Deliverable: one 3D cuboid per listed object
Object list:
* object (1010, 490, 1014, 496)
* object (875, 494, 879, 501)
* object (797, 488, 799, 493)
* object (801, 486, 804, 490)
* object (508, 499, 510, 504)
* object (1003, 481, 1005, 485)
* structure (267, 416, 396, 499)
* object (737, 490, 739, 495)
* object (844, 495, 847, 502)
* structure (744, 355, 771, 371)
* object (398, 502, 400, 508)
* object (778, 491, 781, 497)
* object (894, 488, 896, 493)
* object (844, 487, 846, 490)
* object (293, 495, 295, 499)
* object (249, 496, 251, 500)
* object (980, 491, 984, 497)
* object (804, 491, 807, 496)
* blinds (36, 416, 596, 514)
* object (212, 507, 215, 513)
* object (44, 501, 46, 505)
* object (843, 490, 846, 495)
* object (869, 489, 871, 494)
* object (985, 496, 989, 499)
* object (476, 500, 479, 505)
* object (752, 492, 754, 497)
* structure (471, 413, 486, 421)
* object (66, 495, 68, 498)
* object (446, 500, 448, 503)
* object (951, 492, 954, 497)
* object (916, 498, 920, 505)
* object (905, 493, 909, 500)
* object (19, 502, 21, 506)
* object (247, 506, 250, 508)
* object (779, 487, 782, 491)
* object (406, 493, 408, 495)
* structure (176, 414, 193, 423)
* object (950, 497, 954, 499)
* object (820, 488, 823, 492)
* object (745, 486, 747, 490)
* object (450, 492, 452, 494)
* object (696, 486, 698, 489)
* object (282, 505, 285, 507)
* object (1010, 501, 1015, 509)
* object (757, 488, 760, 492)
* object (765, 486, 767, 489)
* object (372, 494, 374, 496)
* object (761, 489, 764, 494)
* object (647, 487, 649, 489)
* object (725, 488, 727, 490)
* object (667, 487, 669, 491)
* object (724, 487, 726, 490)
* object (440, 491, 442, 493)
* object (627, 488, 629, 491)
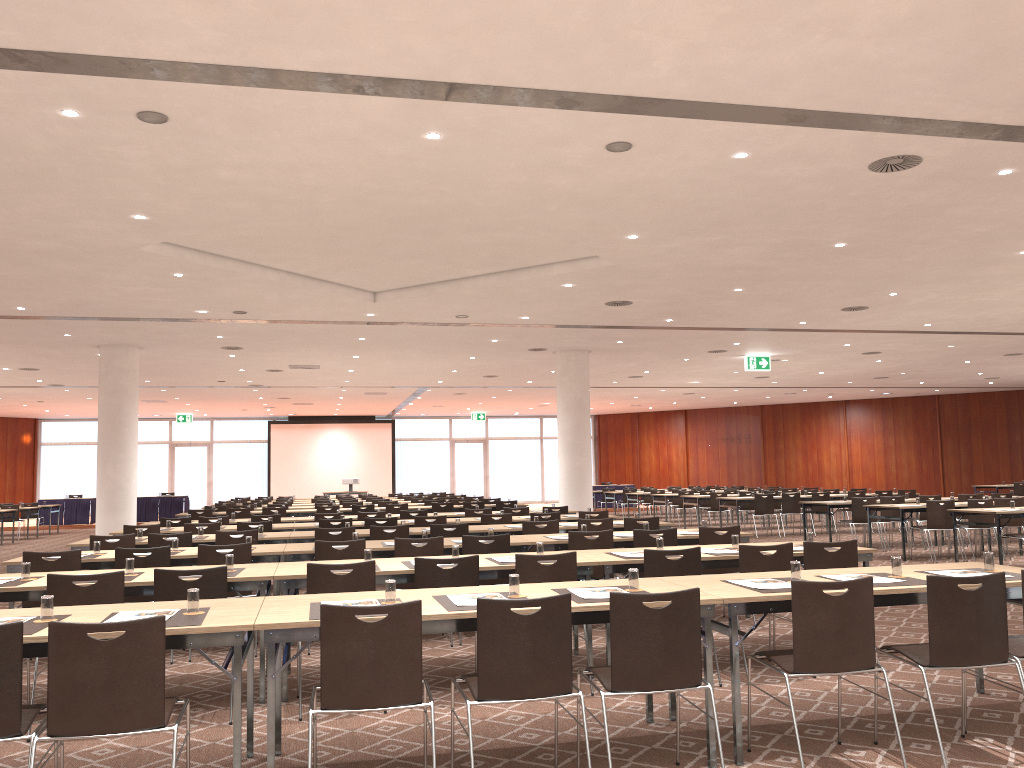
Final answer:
[{"bbox_3d":[9.589,2.099,17.012,0.054,0.114,0.054,-3,-6,21],"label":"object"},{"bbox_3d":[6.736,2.094,16.374,0.054,0.114,0.054,1,-6,-24],"label":"object"},{"bbox_3d":[7.123,2.660,22.084,0.054,0.114,0.054,-3,-6,21],"label":"object"},{"bbox_3d":[7.961,2.865,24.301,0.054,0.114,0.054,-6,-7,43],"label":"object"},{"bbox_3d":[-0.058,2.442,18.420,0.054,0.114,0.054,-6,-7,43],"label":"object"},{"bbox_3d":[14.262,2.875,25.713,0.054,0.114,0.054,-6,-7,43],"label":"object"},{"bbox_3d":[-7.437,3.073,36.711,5.158,3.522,0.396,0,-5,-13],"label":"structure"},{"bbox_3d":[5.538,2.657,21.726,0.054,0.114,0.054,-6,-7,43],"label":"object"},{"bbox_3d":[6.104,2.095,16.244,0.054,0.114,0.054,1,-6,-24],"label":"object"},{"bbox_3d":[5.533,-0.467,19.984,0.587,0.346,0.105,0,-5,-13],"label":"structure"},{"bbox_3d":[-2.283,2.439,17.927,0.054,0.114,0.054,-6,-7,43],"label":"object"},{"bbox_3d":[5.970,2.452,19.774,0.054,0.114,0.054,-6,-7,43],"label":"object"},{"bbox_3d":[8.813,2.456,20.407,0.054,0.114,0.054,-3,-6,21],"label":"object"},{"bbox_3d":[8.396,2.660,22.353,0.054,0.114,0.054,-3,-6,21],"label":"object"},{"bbox_3d":[-6.667,3.458,27.156,0.054,0.114,0.054,-3,-6,21],"label":"object"},{"bbox_3d":[-7.943,3.455,26.861,0.054,0.114,0.054,-6,-7,43],"label":"object"},{"bbox_3d":[8.941,2.098,16.871,0.054,0.114,0.054,-3,-6,21],"label":"object"},{"bbox_3d":[6.603,2.454,19.927,0.054,0.114,0.054,-6,-7,43],"label":"object"},{"bbox_3d":[-7.435,3.323,37.078,22.852,3.813,0.115,0,-5,-13],"label":"blinds"},{"bbox_3d":[-5.771,2.435,17.158,0.054,0.114,0.054,-6,-7,43],"label":"object"},{"bbox_3d":[-13.502,3.447,25.623,0.054,0.114,0.054,1,-6,-24],"label":"object"},{"bbox_3d":[7.552,2.456,20.140,0.054,0.114,0.054,-3,-6,21],"label":"object"},{"bbox_3d":[8.188,2.456,20.280,0.054,0.114,0.054,-3,-6,21],"label":"object"},{"bbox_3d":[7.804,1.891,14.573,0.054,0.114,0.054,1,-6,-24],"label":"object"},{"bbox_3d":[-0.706,2.442,18.280,0.054,0.114,0.054,-3,-6,21],"label":"object"},{"bbox_3d":[5.337,2.451,19.635,0.054,0.114,0.054,-6,-7,43],"label":"object"},{"bbox_3d":[-1.396,1.361,36.738,0.587,0.346,0.105,0,-5,-13],"label":"structure"},{"bbox_3d":[-14.483,3.662,28.836,0.054,0.114,0.054,-1,-5,-1],"label":"object"},{"bbox_3d":[-1.329,2.441,18.145,0.054,0.114,0.054,-3,-6,21],"label":"object"},{"bbox_3d":[8.308,2.098,16.732,0.054,0.114,0.054,-3,-6,21],"label":"object"},{"bbox_3d":[6.541,1.889,14.286,0.054,0.114,0.054,1,-6,-24],"label":"object"},{"bbox_3d":[7.358,2.096,16.524,0.054,0.114,0.054,1,-6,-24],"label":"object"},{"bbox_3d":[-14.129,3.445,25.480,0.054,0.114,0.054,1,-6,-24],"label":"object"},{"bbox_3d":[-5.133,2.436,17.299,0.054,0.114,0.054,-3,-6,21],"label":"object"},{"bbox_3d":[7.311,2.864,24.150,0.054,0.114,0.054,-6,-7,43],"label":"object"},{"bbox_3d":[-3.075,3.258,25.917,0.054,0.114,0.054,-3,-6,21],"label":"object"},{"bbox_3d":[-12.634,1.343,34.222,0.587,0.346,0.105,0,-5,-13],"label":"structure"},{"bbox_3d":[7.171,1.891,14.441,0.054,0.114,0.054,1,-6,-24],"label":"object"},{"bbox_3d":[7.756,2.661,22.225,0.054,0.114,0.054,-3,-6,21],"label":"object"},{"bbox_3d":[6.881,3.068,26.093,0.054,0.114,0.054,-6,-7,43],"label":"object"},{"bbox_3d":[-1.810,3.261,26.205,0.054,0.114,0.054,-6,-7,43],"label":"object"},{"bbox_3d":[5.819,3.271,27.898,0.054,0.114,0.054,-6,-7,43],"label":"object"},{"bbox_3d":[-4.493,2.435,17.428,0.054,0.114,0.054,-3,-6,21],"label":"object"},{"bbox_3d":[6.968,1.685,12.342,0.054,0.114,0.054,-1,-5,-1],"label":"object"},{"bbox_3d":[6.678,2.863,24.015,0.054,0.114,0.054,-6,-7,43],"label":"object"},{"bbox_3d":[7.520,3.070,26.246,0.054,0.114,0.054,-6,-7,43],"label":"object"},{"bbox_3d":[-4.022,3.256,25.700,0.054,0.114,0.054,-3,-6,21],"label":"object"},{"bbox_3d":[6.173,2.658,21.866,0.054,0.114,0.054,-6,-7,43],"label":"object"},{"bbox_3d":[4.228,3.269,27.547,0.054,0.114,0.054,1,-6,-24],"label":"object"},{"bbox_3d":[5.745,2.862,23.806,0.054,0.114,0.054,1,-6,-24],"label":"object"},{"bbox_3d":[4.863,3.271,27.697,0.054,0.114,0.054,1,-6,-24],"label":"object"},{"bbox_3d":[6.244,3.068,25.961,0.054,0.114,0.054,-6,-7,43],"label":"object"},{"bbox_3d":[-2.251,3.464,28.141,0.054,0.114,0.054,-6,-7,43],"label":"object"},{"bbox_3d":[3.596,3.269,27.411,0.054,0.114,0.054,1,-6,-24],"label":"object"}]
